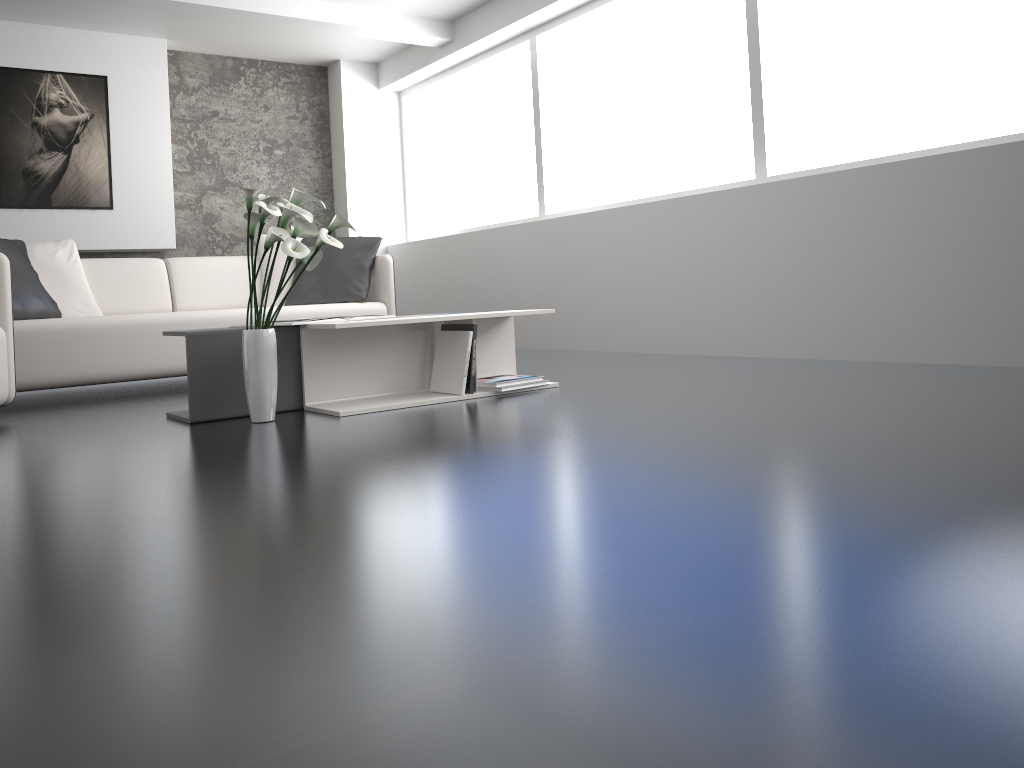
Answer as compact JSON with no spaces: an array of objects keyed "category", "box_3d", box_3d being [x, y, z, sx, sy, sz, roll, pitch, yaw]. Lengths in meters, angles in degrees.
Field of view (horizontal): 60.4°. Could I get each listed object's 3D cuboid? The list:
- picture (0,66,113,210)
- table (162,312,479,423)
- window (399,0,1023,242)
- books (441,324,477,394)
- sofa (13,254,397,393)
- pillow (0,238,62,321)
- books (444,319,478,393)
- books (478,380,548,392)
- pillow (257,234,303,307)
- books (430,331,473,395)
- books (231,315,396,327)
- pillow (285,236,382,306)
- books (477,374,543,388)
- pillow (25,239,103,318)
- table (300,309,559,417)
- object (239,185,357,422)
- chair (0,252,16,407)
[{"category":"picture","box_3d":[-3.305,-1.762,6.360,0.748,1.005,0.004,-4,0,-34]},{"category":"table","box_3d":[-0.686,-0.094,3.495,1.263,0.314,0.298,-7,4,-36]},{"category":"window","box_3d":[1.331,-1.733,4.700,0.110,1.428,8.053,-2,4,-34]},{"category":"books","box_3d":[-0.212,-0.100,3.413,0.050,0.263,0.233,-2,1,-37]},{"category":"sofa","box_3d":[-1.848,-0.395,4.908,2.249,0.660,0.918,-7,5,-37]},{"category":"pillow","box_3d":[-2.450,-0.519,4.257,0.277,0.449,0.568,-3,3,10]},{"category":"books","box_3d":[-0.201,-0.114,3.445,0.007,0.284,0.205,-2,1,-37]},{"category":"books","box_3d":[-0.019,0.002,3.512,0.264,0.017,0.213,-9,8,-44]},{"category":"pillow","box_3d":[-1.288,-0.692,5.483,0.589,0.507,0.298,-5,2,-31]},{"category":"books","box_3d":[-0.234,-0.085,3.392,0.070,0.238,0.227,-3,2,-37]},{"category":"books","box_3d":[-0.767,-0.250,3.445,0.358,0.017,0.552,1,7,35]},{"category":"pillow","box_3d":[-1.063,-0.691,5.325,0.551,0.436,0.334,-2,2,11]},{"category":"books","box_3d":[-0.045,-0.013,3.516,0.264,0.017,0.227,-9,8,-44]},{"category":"pillow","box_3d":[-2.483,-0.517,4.565,0.322,0.499,0.587,-2,3,45]},{"category":"table","box_3d":[-0.293,-0.104,3.393,0.973,0.314,0.298,-7,4,-37]},{"category":"object","box_3d":[-0.753,-0.281,2.992,0.445,0.797,0.379,-3,1,39]},{"category":"chair","box_3d":[-2.356,-0.176,3.033,0.920,0.661,0.769,-4,3,-10]}]
